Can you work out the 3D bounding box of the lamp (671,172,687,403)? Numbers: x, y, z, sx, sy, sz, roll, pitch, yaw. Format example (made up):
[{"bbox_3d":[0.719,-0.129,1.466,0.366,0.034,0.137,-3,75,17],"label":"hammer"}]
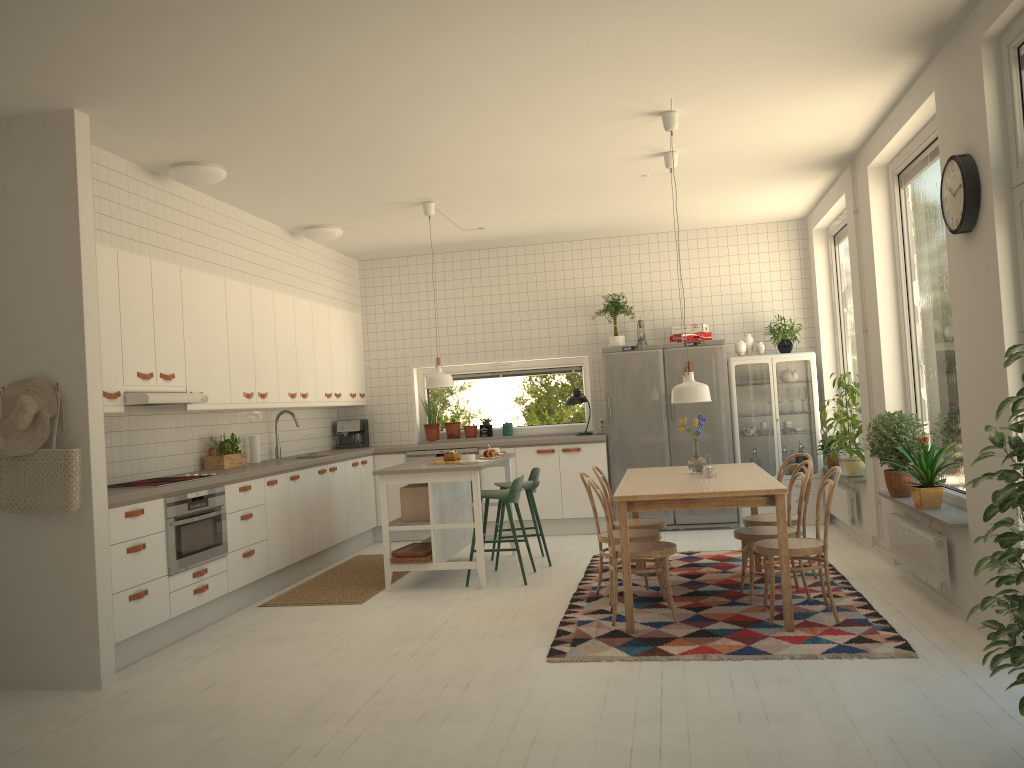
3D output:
[{"bbox_3d":[1.124,-0.679,5.941,0.229,1.596,0.229,-2,-2,-35],"label":"lamp"}]

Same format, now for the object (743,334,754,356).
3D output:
[{"bbox_3d":[2.234,-0.364,8.374,0.102,0.206,0.102,-3,-2,-6],"label":"object"}]

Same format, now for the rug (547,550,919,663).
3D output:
[{"bbox_3d":[1.272,1.317,5.677,1.748,0.035,3.024,-4,-1,10],"label":"rug"}]

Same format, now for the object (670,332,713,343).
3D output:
[{"bbox_3d":[1.718,-0.437,8.520,0.309,0.082,0.312,-3,-1,-10],"label":"object"}]

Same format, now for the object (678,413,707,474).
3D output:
[{"bbox_3d":[1.190,0.382,5.730,0.145,0.389,0.206,-3,-2,-28],"label":"object"}]

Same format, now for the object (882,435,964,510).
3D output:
[{"bbox_3d":[2.358,0.504,5.090,0.417,0.425,0.487,-4,-2,17],"label":"object"}]

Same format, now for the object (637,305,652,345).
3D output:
[{"bbox_3d":[1.258,-0.558,8.520,0.163,0.383,0.154,-5,-2,33],"label":"object"}]

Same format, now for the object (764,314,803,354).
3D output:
[{"bbox_3d":[2.559,-0.473,8.375,0.371,0.385,0.373,-4,-2,28],"label":"object"}]

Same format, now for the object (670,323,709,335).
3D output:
[{"bbox_3d":[1.711,-0.519,8.526,0.312,0.082,0.308,-4,-2,22],"label":"object"}]

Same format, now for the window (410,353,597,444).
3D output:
[{"bbox_3d":[-0.083,0.160,9.241,1.898,0.816,0.293,-4,-2,10],"label":"window"}]

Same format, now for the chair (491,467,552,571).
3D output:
[{"bbox_3d":[0.045,1.063,7.112,0.446,0.752,0.485,-3,-2,-5],"label":"chair"}]

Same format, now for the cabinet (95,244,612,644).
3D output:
[{"bbox_3d":[-0.862,0.240,6.777,2.853,2.160,4.844,-4,-1,10],"label":"cabinet"}]

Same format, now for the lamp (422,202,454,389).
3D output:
[{"bbox_3d":[-0.610,-0.713,6.943,0.229,1.491,0.229,-4,-2,10],"label":"lamp"}]

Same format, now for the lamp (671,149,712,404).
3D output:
[{"bbox_3d":[0.977,-0.690,5.095,0.229,1.596,0.229,-5,-3,45],"label":"lamp"}]

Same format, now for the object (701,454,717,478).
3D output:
[{"bbox_3d":[1.201,0.500,5.427,0.095,0.138,0.155,-4,-2,10],"label":"object"}]

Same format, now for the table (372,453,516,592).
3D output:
[{"bbox_3d":[-0.455,1.036,6.934,0.794,0.864,1.423,-4,-2,10],"label":"table"}]

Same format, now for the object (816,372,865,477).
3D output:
[{"bbox_3d":[2.662,0.323,7.074,0.485,0.841,0.615,-3,-2,-11],"label":"object"}]

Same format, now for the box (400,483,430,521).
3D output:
[{"bbox_3d":[-0.663,0.873,6.608,0.237,0.242,0.357,-4,-2,11],"label":"box"}]

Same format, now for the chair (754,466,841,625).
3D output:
[{"bbox_3d":[1.576,0.868,4.862,0.483,0.811,0.385,-4,-2,12],"label":"chair"}]

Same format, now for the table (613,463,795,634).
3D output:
[{"bbox_3d":[1.150,0.948,5.479,0.894,0.749,1.797,-4,-1,10],"label":"table"}]

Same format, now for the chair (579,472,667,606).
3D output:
[{"bbox_3d":[0.692,0.941,5.585,0.483,0.811,0.385,-3,-2,-8],"label":"chair"}]

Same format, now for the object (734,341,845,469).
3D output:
[{"bbox_3d":[2.516,0.173,8.042,0.943,1.208,0.261,-4,-2,26],"label":"object"}]

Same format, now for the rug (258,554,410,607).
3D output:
[{"bbox_3d":[-1.205,1.516,6.997,0.750,0.004,2.000,-4,-1,10],"label":"rug"}]

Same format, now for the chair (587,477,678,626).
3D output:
[{"bbox_3d":[0.697,0.928,5.074,0.483,0.811,0.385,-4,-2,7],"label":"chair"}]

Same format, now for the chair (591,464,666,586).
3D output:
[{"bbox_3d":[0.812,0.945,6.082,0.483,0.811,0.385,-4,-2,12],"label":"chair"}]

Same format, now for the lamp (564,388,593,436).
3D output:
[{"bbox_3d":[0.651,0.277,8.799,0.239,0.465,0.262,-5,-2,39],"label":"lamp"}]

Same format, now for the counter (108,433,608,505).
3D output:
[{"bbox_3d":[-0.836,0.636,6.764,2.856,0.163,4.844,-4,-1,10],"label":"counter"}]

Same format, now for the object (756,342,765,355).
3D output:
[{"bbox_3d":[2.322,-0.332,8.294,0.082,0.126,0.082,-3,-2,-18],"label":"object"}]

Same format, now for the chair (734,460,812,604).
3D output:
[{"bbox_3d":[1.589,0.880,5.369,0.483,0.811,0.385,-4,-2,7],"label":"chair"}]

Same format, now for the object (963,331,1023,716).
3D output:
[{"bbox_3d":[1.671,0.520,2.670,0.514,1.424,0.568,-2,-2,-37],"label":"object"}]

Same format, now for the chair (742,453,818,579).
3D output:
[{"bbox_3d":[1.774,0.881,5.903,0.483,0.811,0.385,-3,-2,-18],"label":"chair"}]

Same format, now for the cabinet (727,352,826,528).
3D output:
[{"bbox_3d":[2.485,0.521,8.381,0.789,1.593,0.453,-4,-2,10],"label":"cabinet"}]

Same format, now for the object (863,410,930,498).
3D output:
[{"bbox_3d":[2.468,0.444,5.693,0.383,0.561,0.395,-4,-2,8],"label":"object"}]

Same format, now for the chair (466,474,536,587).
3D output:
[{"bbox_3d":[-0.096,1.057,6.510,0.446,0.752,0.485,-4,-2,9],"label":"chair"}]
